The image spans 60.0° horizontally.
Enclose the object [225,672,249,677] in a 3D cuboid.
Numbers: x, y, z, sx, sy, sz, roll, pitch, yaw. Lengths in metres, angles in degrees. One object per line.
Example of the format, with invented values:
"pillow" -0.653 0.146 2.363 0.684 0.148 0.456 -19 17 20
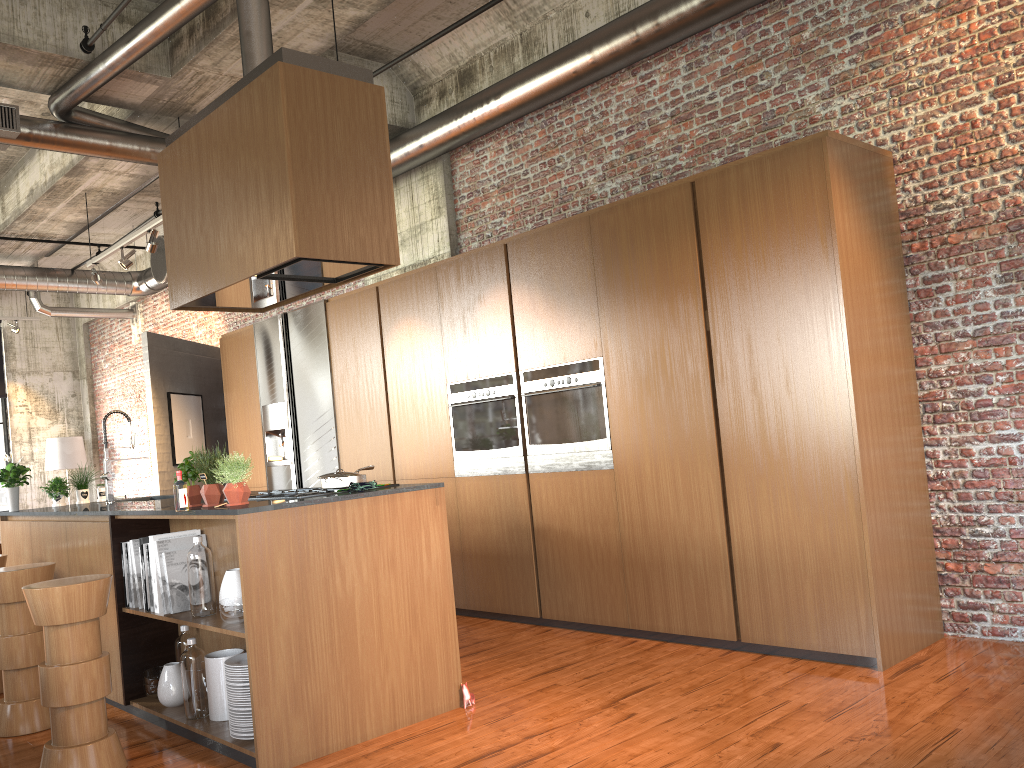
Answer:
"object" -1.301 1.461 4.527 0.314 0.034 0.314 -6 -4 11

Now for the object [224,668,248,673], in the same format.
"object" -1.304 1.437 4.527 0.314 0.030 0.314 -6 -4 10

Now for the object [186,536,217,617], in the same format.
"object" -1.713 1.056 4.880 0.137 0.431 0.138 -4 -2 -32

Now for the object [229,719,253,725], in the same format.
"object" -1.279 1.696 4.520 0.315 0.031 0.314 -8 -4 39

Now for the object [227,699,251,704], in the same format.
"object" -1.289 1.595 4.523 0.314 0.029 0.314 -6 -4 10

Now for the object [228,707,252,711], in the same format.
"object" -1.285 1.628 4.522 0.314 0.034 0.314 -6 -4 11

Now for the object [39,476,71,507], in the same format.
"object" -3.884 0.917 7.569 0.236 0.257 0.232 -5 -2 -5

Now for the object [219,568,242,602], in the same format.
"object" -1.488 1.123 4.782 0.181 0.243 0.181 -6 -2 4

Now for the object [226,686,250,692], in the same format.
"object" -1.295 1.531 4.524 0.314 0.032 0.314 -6 -4 15

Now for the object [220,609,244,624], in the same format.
"object" -1.415 1.186 4.542 0.155 0.075 0.154 -8 -4 34

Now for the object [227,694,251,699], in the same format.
"object" -1.291 1.571 4.523 0.315 0.031 0.314 -8 -4 39

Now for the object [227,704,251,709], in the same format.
"object" -1.287 1.617 4.522 0.314 0.033 0.315 -5 -4 -7

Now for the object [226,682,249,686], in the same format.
"object" -1.297 1.507 4.526 0.314 0.034 0.314 -6 -4 11

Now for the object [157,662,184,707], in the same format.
"object" -1.987 1.765 5.203 0.181 0.243 0.181 -6 -2 4

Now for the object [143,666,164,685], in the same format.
"object" -2.138 1.809 5.419 0.218 0.127 0.216 -8 -4 42

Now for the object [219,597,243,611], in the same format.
"object" -1.418 1.147 4.542 0.156 0.091 0.154 -8 -4 42

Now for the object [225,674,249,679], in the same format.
"object" -1.300 1.473 4.526 0.314 0.029 0.314 -6 -4 10

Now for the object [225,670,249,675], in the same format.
"object" -1.302 1.450 4.527 0.314 0.031 0.314 -6 -4 16

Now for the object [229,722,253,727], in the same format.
"object" -1.278 1.707 4.520 0.314 0.034 0.314 -6 -4 11

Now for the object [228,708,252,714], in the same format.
"object" -1.284 1.640 4.521 0.314 0.032 0.314 -6 -4 10

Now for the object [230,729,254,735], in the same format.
"object" -1.275 1.741 4.518 0.314 0.033 0.315 -5 -4 -7

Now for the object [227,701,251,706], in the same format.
"object" -1.288 1.606 4.523 0.314 0.032 0.315 -5 -4 -6

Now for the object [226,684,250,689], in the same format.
"object" -1.296 1.519 4.525 0.314 0.032 0.314 -6 -4 10

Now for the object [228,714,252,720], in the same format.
"object" -1.282 1.669 4.520 0.314 0.033 0.314 -6 -4 10

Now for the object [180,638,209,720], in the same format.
"object" -1.767 1.633 4.935 0.137 0.431 0.138 -4 -2 -32

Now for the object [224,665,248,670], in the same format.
"object" -1.305 1.423 4.528 0.314 0.033 0.314 -6 -4 10

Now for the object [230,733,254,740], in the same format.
"object" -1.273 1.765 4.518 0.314 0.032 0.314 -6 -4 10

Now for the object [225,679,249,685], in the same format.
"object" -1.298 1.496 4.525 0.314 0.033 0.315 -5 -4 -7

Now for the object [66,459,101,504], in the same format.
"object" -3.728 0.847 7.693 0.305 0.381 0.362 -5 -3 -9

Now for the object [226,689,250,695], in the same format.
"object" -1.293 1.544 4.524 0.314 0.033 0.314 -6 -4 10

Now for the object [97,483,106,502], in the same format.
"object" -3.588 0.952 7.781 0.107 0.158 0.107 -5 -2 -8

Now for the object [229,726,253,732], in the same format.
"object" -1.276 1.730 4.519 0.314 0.032 0.315 -5 -4 -6

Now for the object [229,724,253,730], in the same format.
"object" -1.277 1.719 4.519 0.314 0.029 0.314 -6 -4 10

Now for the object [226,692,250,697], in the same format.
"object" -1.292 1.558 4.524 0.314 0.030 0.314 -6 -4 10

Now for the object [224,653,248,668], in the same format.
"object" -1.306 1.410 4.528 0.314 0.032 0.314 -6 -4 15

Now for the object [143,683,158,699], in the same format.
"object" -2.134 1.863 5.419 0.216 0.105 0.216 -3 -4 -33

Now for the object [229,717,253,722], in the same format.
"object" -1.280 1.683 4.520 0.314 0.030 0.314 -6 -4 10

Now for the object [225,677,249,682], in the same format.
"object" -1.299 1.484 4.526 0.314 0.032 0.315 -5 -4 -6

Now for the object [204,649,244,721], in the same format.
"object" -1.576 1.659 4.897 0.208 0.341 0.208 -6 -2 5

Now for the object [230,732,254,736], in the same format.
"object" -1.274 1.753 4.518 0.314 0.034 0.314 -6 -4 11

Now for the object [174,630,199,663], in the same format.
"object" -1.964 1.683 5.369 0.137 0.422 0.138 -4 -2 -32

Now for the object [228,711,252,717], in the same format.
"object" -1.283 1.656 4.521 0.314 0.032 0.314 -6 -4 15

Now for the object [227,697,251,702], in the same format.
"object" -1.290 1.582 4.523 0.314 0.034 0.314 -6 -4 11
